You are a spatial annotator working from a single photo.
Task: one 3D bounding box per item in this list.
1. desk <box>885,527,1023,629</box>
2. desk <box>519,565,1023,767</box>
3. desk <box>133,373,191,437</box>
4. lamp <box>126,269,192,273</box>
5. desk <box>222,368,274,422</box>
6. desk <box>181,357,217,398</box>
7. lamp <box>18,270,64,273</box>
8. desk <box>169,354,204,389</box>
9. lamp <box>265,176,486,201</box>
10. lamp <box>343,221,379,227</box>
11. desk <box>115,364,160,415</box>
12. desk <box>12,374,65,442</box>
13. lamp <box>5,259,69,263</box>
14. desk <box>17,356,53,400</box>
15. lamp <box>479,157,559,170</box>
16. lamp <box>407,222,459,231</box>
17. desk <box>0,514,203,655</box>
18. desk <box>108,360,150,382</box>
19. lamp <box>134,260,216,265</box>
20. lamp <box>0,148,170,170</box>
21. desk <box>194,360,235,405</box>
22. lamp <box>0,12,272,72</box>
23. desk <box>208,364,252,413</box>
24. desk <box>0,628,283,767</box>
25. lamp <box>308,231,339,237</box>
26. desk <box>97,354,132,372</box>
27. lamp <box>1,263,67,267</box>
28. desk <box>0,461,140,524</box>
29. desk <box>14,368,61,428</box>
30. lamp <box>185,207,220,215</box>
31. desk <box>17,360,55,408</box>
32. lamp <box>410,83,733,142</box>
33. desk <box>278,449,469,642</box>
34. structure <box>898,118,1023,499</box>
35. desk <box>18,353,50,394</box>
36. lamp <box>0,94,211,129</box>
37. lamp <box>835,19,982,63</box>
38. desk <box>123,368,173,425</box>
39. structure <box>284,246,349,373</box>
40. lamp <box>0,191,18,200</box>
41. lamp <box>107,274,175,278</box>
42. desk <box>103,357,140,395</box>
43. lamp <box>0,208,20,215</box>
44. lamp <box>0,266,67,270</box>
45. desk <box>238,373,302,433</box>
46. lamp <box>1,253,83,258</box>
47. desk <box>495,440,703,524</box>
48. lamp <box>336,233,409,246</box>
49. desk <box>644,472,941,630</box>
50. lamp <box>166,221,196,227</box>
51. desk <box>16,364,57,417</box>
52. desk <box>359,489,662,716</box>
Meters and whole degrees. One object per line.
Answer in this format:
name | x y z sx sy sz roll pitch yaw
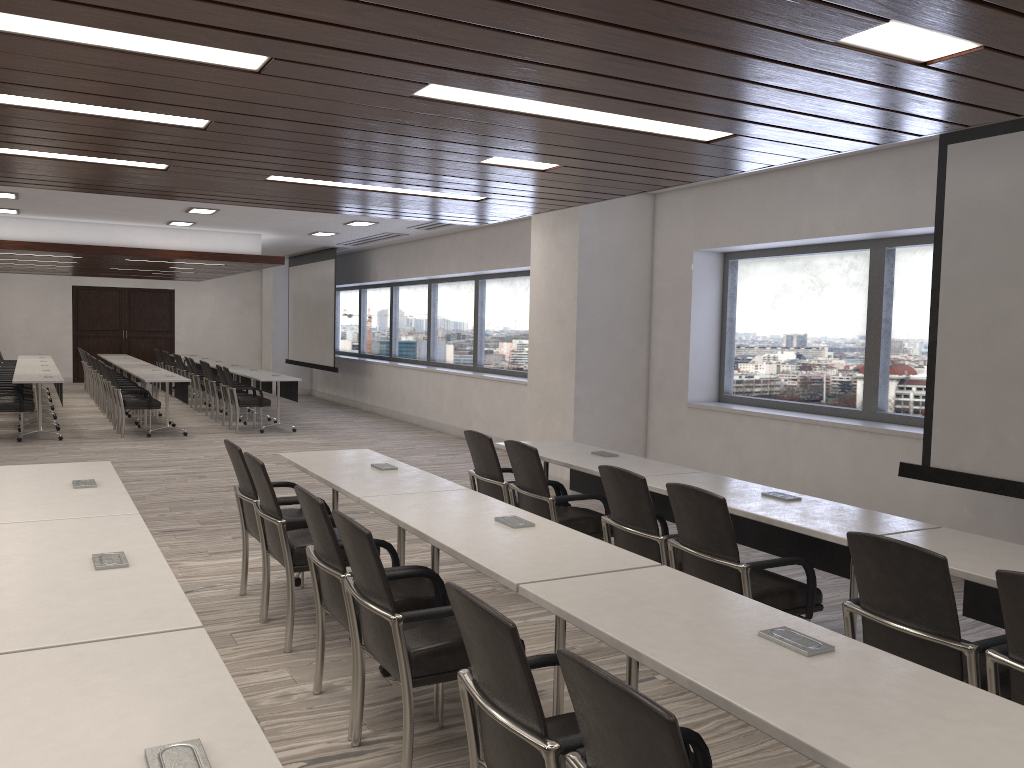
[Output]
desk | 1.940 1.047 2.996 0.577 0.795 1.509 -1 4 -29
desk | 0.625 1.062 2.280 0.577 0.795 1.509 -1 4 -29
desk | -4.932 0.279 12.463 0.577 0.795 1.509 -1 4 -29
lamp | -6.587 -2.111 16.317 1.496 0.045 0.236 -1 4 -29
desk | -4.346 0.162 14.513 0.577 0.795 1.509 -1 4 -29
desk | -6.526 -0.145 18.508 0.577 0.795 1.509 -1 4 -29
lamp | -9.554 -2.254 17.450 1.496 0.045 0.236 -1 4 -29
desk | -7.254 -0.247 19.841 0.577 0.795 1.509 -1 4 -29
lamp | -0.854 -1.303 5.810 1.496 0.045 0.236 -1 4 -29
lamp | -2.018 -2.195 11.860 0.324 0.120 0.519 -1 4 -29
desk | -6.384 0.075 15.122 0.577 0.795 1.509 -1 4 -29
desk | -6.266 0.294 11.736 0.577 0.795 1.509 -1 4 -29
lamp | -7.766 -2.002 14.175 1.496 0.045 0.236 -1 4 -29
desk | -9.174 -0.116 17.065 0.577 0.795 1.509 -1 4 -29
lamp | 0.043 -1.217 4.799 0.421 0.046 0.236 -1 4 -29
lamp | 0.495 -1.582 6.708 1.499 0.552 12.001 1 4 -12
desk | -1.438 0.974 2.889 0.577 0.795 1.509 -1 4 -29
desk | -7.111 -0.028 16.455 0.577 0.795 1.509 -1 4 -29
lamp | -5.221 -1.918 13.812 1.496 0.045 0.236 -1 4 -29
lamp | -2.663 -1.283 4.824 1.496 0.045 0.236 -1 4 -29
desk | -5.797 -0.042 17.172 0.577 0.795 1.509 -1 4 -29
lamp | -1.506 -1.120 2.705 1.496 0.045 0.236 -1 4 -29
desk | -5.069 0.060 15.838 0.577 0.795 1.509 -1 4 -29
desk | -0.709 1.076 1.553 0.577 0.795 1.509 -1 4 -29
lamp | -2.836 -2.311 13.359 0.324 0.120 0.519 -1 4 -29
desk | -8.568 -0.233 19.125 0.577 0.795 1.509 -1 4 -29
lamp | -8.397 -2.091 15.331 1.496 0.045 0.236 -1 4 -29
desk | -2.166 0.871 4.222 0.577 0.795 1.509 -1 4 -29
desk | -6.994 0.191 13.069 0.577 0.795 1.509 -1 4 -29
lamp | -3.802 -2.176 10.888 0.324 0.120 0.519 -1 4 -29
desk | -8.445 -0.013 15.729 0.577 0.795 1.509 -1 4 -29
lamp | 0.303 -1.140 3.691 1.496 0.045 0.236 -1 4 -29
desk | -0.832 0.856 4.949 0.577 0.795 1.509 -1 4 -29
structure | 3.315 -0.464 3.940 0.438 2.329 3.550 -1 4 -29
desk | -9.902 -0.218 18.398 0.577 0.795 1.509 -1 4 -29
lamp | -2.032 -1.194 3.668 1.496 0.045 0.236 -1 4 -29
lamp | 1.200 -1.054 2.680 0.421 0.046 0.236 -1 4 -29
desk | -5.660 0.176 13.796 0.577 0.795 1.509 -1 4 -29
structure | -3.914 -1.482 17.186 0.438 2.329 3.550 -1 4 -29
lamp | -5.680 -2.155 9.865 0.324 0.120 0.519 -1 4 -29
lamp | -7.744 -2.273 18.436 1.496 0.045 0.236 -1 4 -29
desk | -7.840 -0.131 17.791 0.577 0.795 1.509 -1 4 -29
lamp | -6.498 -2.270 11.364 0.324 0.120 0.519 -1 4 -29
lamp | -8.923 -2.165 16.294 1.496 0.045 0.236 -1 4 -29
desk | -3.618 0.265 13.179 0.577 0.795 1.509 -1 4 -29
lamp | -7.030 -1.898 12.826 1.496 0.045 0.236 -1 4 -29
desk | 0.483 0.842 5.665 0.577 0.795 1.509 -1 4 -29
lamp | -1.555 -1.729 8.234 1.469 0.552 14.295 1 4 -6
desk | 1.210 0.944 4.332 0.577 0.795 1.509 -1 4 -29
lamp | -4.620 -2.291 12.387 0.324 0.120 0.519 -1 4 -29
desk | -7.717 0.089 14.395 0.577 0.795 1.509 -1 4 -29
desk | -0.104 0.959 3.616 0.577 0.795 1.509 -1 4 -29
